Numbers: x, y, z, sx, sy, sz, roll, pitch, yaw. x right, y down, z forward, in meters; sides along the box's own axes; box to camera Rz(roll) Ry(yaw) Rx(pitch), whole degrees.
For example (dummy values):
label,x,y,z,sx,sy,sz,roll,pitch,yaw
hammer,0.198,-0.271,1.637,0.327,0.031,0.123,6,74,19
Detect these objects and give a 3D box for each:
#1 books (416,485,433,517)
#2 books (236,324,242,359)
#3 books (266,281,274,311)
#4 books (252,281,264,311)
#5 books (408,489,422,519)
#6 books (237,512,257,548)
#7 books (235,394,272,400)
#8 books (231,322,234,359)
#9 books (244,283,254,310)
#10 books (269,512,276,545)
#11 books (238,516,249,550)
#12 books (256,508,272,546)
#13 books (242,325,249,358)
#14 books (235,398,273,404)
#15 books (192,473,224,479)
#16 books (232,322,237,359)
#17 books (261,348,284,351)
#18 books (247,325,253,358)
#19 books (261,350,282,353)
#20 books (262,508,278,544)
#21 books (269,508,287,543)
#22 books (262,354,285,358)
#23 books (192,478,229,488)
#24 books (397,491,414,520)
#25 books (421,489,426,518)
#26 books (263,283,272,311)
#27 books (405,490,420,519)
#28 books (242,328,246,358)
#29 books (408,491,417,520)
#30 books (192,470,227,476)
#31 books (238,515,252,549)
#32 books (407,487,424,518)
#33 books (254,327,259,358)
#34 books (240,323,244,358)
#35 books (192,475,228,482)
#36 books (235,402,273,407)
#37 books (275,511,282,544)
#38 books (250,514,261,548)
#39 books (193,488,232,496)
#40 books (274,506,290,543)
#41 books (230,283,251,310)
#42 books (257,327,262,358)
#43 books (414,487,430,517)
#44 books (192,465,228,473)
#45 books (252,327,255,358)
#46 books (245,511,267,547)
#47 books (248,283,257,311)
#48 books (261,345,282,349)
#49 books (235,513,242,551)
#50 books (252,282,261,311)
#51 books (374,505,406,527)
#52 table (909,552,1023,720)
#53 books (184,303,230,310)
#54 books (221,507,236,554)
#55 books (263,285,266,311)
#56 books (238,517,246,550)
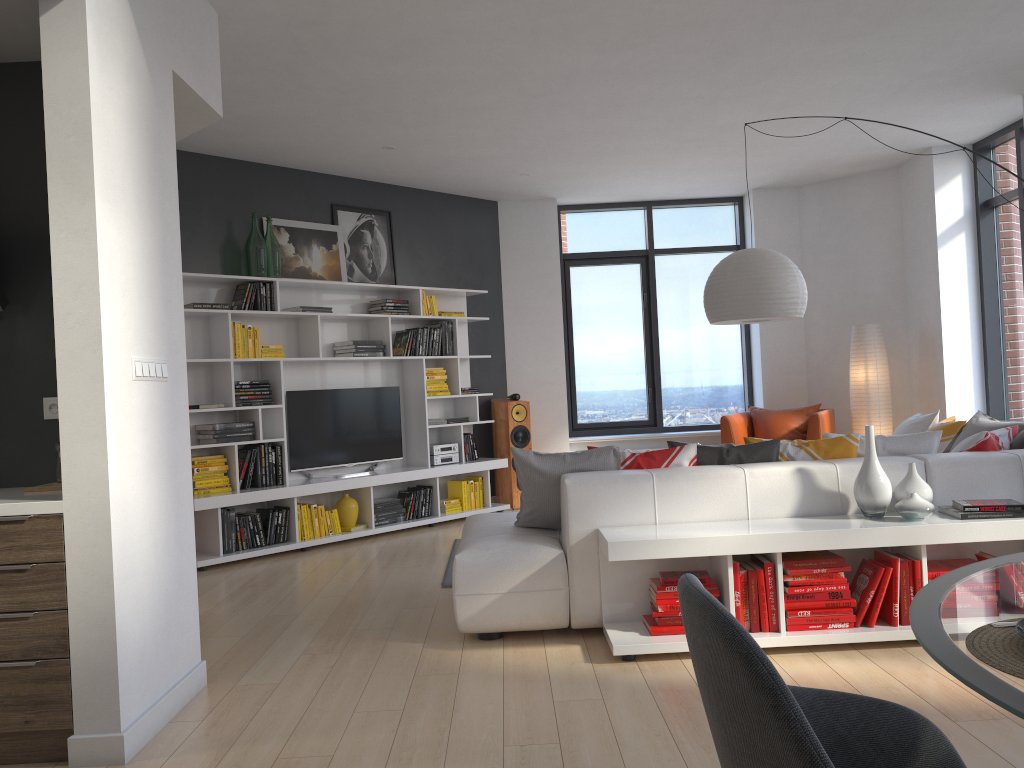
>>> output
label,x,y,z,sx,sy,sz,roll,pitch,yaw
books,-0.765,1.006,7.642,0.197,0.260,0.066,-3,0,44
books,-2.063,-0.306,6.531,0.198,0.255,0.044,-3,0,44
books,-1.861,-0.653,6.729,0.174,0.230,0.019,-3,0,44
books,-1.926,-0.650,6.679,0.176,0.232,0.025,-3,0,44
books,-0.831,1.019,7.538,0.069,0.242,0.172,-3,0,-45
books,-1.935,1.062,6.442,0.193,0.255,0.066,-3,0,44
books,-1.965,0.101,6.610,0.209,0.030,0.266,-3,0,43
books,-2.097,-0.312,6.477,0.204,0.270,0.029,-3,0,44
books,-2.001,-0.637,6.610,0.171,0.214,0.087,-3,0,45
books,-1.809,1.063,6.553,0.069,0.242,0.172,-3,0,-45
books,-1.967,1.073,6.403,0.170,0.236,0.049,-3,0,45
books,-1.844,1.055,6.557,0.197,0.260,0.066,-3,0,44
books,-2.014,-0.306,6.581,0.180,0.251,0.019,-3,0,44
books,-1.945,0.127,6.602,0.189,0.025,0.270,-3,0,43
books,-2.200,0.656,6.346,0.228,0.024,0.152,-3,0,-41
books,-2.085,-0.312,6.502,0.213,0.270,0.025,-3,0,44
books,-1.849,-0.258,6.725,0.134,0.014,0.187,-3,0,44
books,-1.994,-0.307,6.598,0.185,0.250,0.035,-3,0,44
books,-1.842,-0.242,6.710,0.169,0.018,0.113,-3,0,-44
books,-1.810,1.056,6.588,0.192,0.254,0.075,-3,0,43
books,-1.764,1.056,6.632,0.191,0.249,0.084,-3,0,44
books,-1.848,-0.206,6.724,0.147,0.033,0.190,-3,0,44
books,-2.194,0.704,6.359,0.198,0.044,0.255,-3,0,44
books,-0.916,1.026,7.482,0.182,0.234,0.104,-3,0,45
books,-0.810,1.018,7.587,0.179,0.243,0.068,-3,0,43
books,-1.885,-0.645,6.714,0.169,0.218,0.038,-3,0,44
books,-0.864,1.023,7.522,0.169,0.233,0.081,-3,0,43
books,-2.015,-0.294,6.553,0.156,0.229,0.024,-3,0,44
books,-0.896,1.026,7.509,0.187,0.234,0.096,-3,0,45
books,-2.206,0.636,6.367,0.180,0.019,0.251,-3,0,44
books,-1.946,1.068,6.413,0.169,0.242,0.050,-3,0,44
books,-0.834,1.012,7.573,0.192,0.254,0.075,-3,0,43
books,-1.955,-0.301,6.636,0.172,0.234,0.024,-3,0,44
books,-2.044,-0.309,6.554,0.199,0.263,0.015,-3,0,44
books,-2.207,0.675,6.367,0.263,0.015,0.198,-3,0,-42
books,-1.944,0.153,6.600,0.189,0.026,0.263,-3,0,43
books,-1.782,1.060,6.597,0.179,0.243,0.071,-3,0,43
books,-1.908,1.067,6.457,0.177,0.242,0.066,-3,0,44
books,-2.179,0.765,6.350,0.270,0.029,0.204,-3,0,-41
books,-1.741,1.050,6.657,0.197,0.260,0.066,-3,0,44
books,-2.019,-0.637,6.583,0.166,0.213,0.096,-3,0,43
books,-1.939,-0.301,6.657,0.172,0.234,0.024,-3,0,44
books,-0.788,1.012,7.617,0.191,0.249,0.084,-3,0,44
books,-2.198,0.608,6.374,0.250,0.035,0.185,-3,0,-42
books,-1.974,-0.302,6.621,0.169,0.239,0.023,-3,0,44
books,-1.886,1.062,6.485,0.191,0.249,0.083,-3,0,44
books,-1.972,-0.639,6.622,0.154,0.212,0.074,-3,0,43
books,-1.862,-0.277,6.731,0.138,0.026,0.186,-3,0,44
books,-2.015,1.058,6.370,0.202,0.268,0.053,-3,0,44
books,-1.939,-0.643,6.657,0.156,0.221,0.021,-3,0,44
books,-1.094,1.081,7.340,0.277,0.137,0.343,-3,0,39
table,1.289,0.683,1.001,1.499,0.764,1.499,-3,0,-11
books,-2.201,-0.546,6.371,0.268,0.046,0.208,-3,0,-42
books,-2.082,1.039,6.309,0.259,0.321,0.128,-3,0,44
books,-1.904,-0.636,6.693,0.147,0.200,0.021,-3,0,44
books,-1.989,1.073,6.390,0.189,0.240,0.053,-3,0,45
